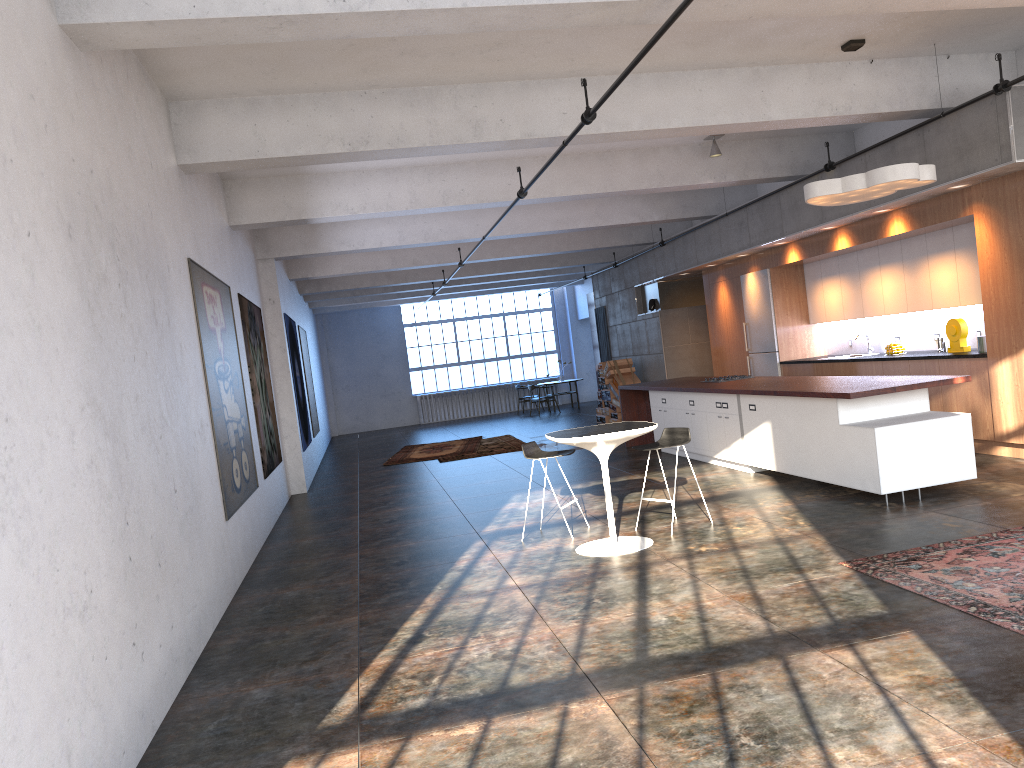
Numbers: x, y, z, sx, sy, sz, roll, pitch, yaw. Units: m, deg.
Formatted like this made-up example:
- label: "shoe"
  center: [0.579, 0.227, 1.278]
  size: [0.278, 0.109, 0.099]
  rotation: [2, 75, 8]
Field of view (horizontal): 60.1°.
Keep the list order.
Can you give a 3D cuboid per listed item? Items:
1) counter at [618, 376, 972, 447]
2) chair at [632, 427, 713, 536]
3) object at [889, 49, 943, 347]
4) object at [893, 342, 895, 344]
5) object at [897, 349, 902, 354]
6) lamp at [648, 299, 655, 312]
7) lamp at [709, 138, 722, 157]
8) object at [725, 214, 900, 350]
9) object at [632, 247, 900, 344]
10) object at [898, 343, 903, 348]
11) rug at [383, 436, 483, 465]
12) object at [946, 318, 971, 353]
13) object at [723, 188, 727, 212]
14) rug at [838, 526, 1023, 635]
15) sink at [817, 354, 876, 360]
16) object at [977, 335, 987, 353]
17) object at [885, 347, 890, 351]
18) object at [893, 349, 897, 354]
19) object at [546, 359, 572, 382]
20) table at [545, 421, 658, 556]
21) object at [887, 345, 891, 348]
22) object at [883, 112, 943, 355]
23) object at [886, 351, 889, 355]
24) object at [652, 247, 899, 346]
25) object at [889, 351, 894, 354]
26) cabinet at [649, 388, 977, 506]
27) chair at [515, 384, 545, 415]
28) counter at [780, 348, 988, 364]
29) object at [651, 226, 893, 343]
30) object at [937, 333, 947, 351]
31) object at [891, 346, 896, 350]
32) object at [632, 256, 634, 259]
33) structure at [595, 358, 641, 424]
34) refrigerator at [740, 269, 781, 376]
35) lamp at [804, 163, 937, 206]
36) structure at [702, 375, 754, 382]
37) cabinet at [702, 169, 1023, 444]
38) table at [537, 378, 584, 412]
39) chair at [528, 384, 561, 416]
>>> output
- label: "counter"
  center: [2.832, 0.461, 10.669]
  size: [1.150, 0.972, 6.599]
  rotation: [-8, 2, -10]
- label: "chair"
  center: [1.326, 0.837, 7.501]
  size: [0.514, 0.897, 0.455]
  rotation: [-9, 3, -34]
- label: "object"
  center: [4.738, -0.485, 11.056]
  size: [0.057, 0.060, 0.053]
  rotation: [-7, 3, 12]
- label: "object"
  center: [3.321, -1.513, 15.714]
  size: [0.059, 2.167, 9.786]
  rotation: [-8, 2, -16]
- label: "object"
  center: [4.834, -0.404, 11.062]
  size: [0.072, 0.063, 0.065]
  rotation: [-5, 3, 45]
- label: "lamp"
  center: [2.730, -1.521, 17.164]
  size: [0.215, 0.259, 0.168]
  rotation: [-9, 3, -29]
- label: "lamp"
  center: [2.483, -2.902, 10.842]
  size: [0.153, 0.216, 0.158]
  rotation: [-6, 3, 27]
- label: "object"
  center: [4.810, -0.453, 11.051]
  size: [0.052, 0.053, 0.062]
  rotation: [-7, 2, -4]
- label: "object"
  center: [4.858, -0.494, 11.129]
  size: [0.062, 0.053, 0.052]
  rotation: [-5, 3, 37]
- label: "object"
  center: [4.857, -0.481, 11.072]
  size: [0.052, 0.052, 0.062]
  rotation: [-5, 3, 37]
- label: "rug"
  center: [-1.454, 1.268, 17.296]
  size: [1.878, 0.048, 3.515]
  rotation: [-7, 2, -1]
- label: "object"
  center: [4.926, -0.538, 9.799]
  size: [0.100, 0.382, 0.272]
  rotation: [-8, 3, -10]
- label: "object"
  center: [4.767, -0.452, 11.086]
  size: [0.050, 0.053, 0.064]
  rotation: [-6, 3, 27]
- label: "rug"
  center: [3.678, 0.979, 5.216]
  size: [2.906, 0.029, 1.838]
  rotation: [-7, 2, -11]
- label: "sink"
  center: [4.552, -0.276, 11.990]
  size: [0.527, 0.192, 0.723]
  rotation: [-8, 2, -10]
- label: "object"
  center: [4.916, -0.418, 9.156]
  size: [0.187, 0.170, 0.194]
  rotation: [-5, 3, 38]
- label: "object"
  center: [3.935, -1.468, 12.039]
  size: [0.054, 2.231, 2.366]
  rotation: [-9, 3, -35]
- label: "object"
  center: [4.776, -0.402, 11.038]
  size: [0.051, 0.057, 0.061]
  rotation: [-6, 3, 26]
- label: "object"
  center: [1.317, -0.386, 24.715]
  size: [0.779, 0.625, 0.238]
  rotation: [-8, 3, -9]
- label: "table"
  center: [0.759, 0.831, 7.052]
  size: [0.834, 0.953, 0.822]
  rotation: [-8, 3, -11]
- label: "object"
  center: [3.550, -1.483, 14.241]
  size: [0.054, 2.172, 6.779]
  rotation: [-8, 2, -18]
- label: "object"
  center: [5.328, -0.187, 17.615]
  size: [0.949, 1.216, 13.169]
  rotation: [-7, 2, 1]
- label: "object"
  center: [4.369, -1.445, 9.665]
  size: [0.057, 2.313, 2.930]
  rotation: [-7, 2, 9]
- label: "object"
  center: [4.786, -0.495, 11.038]
  size: [0.063, 0.051, 0.052]
  rotation: [-8, 2, -18]
- label: "object"
  center: [4.749, -0.394, 11.087]
  size: [0.062, 0.053, 0.052]
  rotation: [-8, 3, -23]
- label: "cabinet"
  center: [2.929, 0.495, 10.071]
  size: [0.929, 0.931, 5.600]
  rotation: [-8, 2, -10]
- label: "chair"
  center: [0.483, 0.408, 25.029]
  size: [0.666, 0.865, 0.734]
  rotation: [-7, 3, 16]
- label: "counter"
  center: [5.157, -0.401, 11.192]
  size: [1.619, 0.039, 4.422]
  rotation: [-7, 2, -10]
- label: "object"
  center: [4.808, -0.503, 11.172]
  size: [0.058, 0.060, 0.051]
  rotation: [-6, 3, 24]
- label: "object"
  center: [5.086, -0.497, 10.474]
  size: [0.060, 0.210, 0.143]
  rotation: [-8, 3, -10]
- label: "object"
  center: [5.020, -1.736, 16.837]
  size: [0.062, 2.213, 11.824]
  rotation: [-7, 2, 4]
- label: "object"
  center: [4.842, -0.445, 11.115]
  size: [0.061, 0.053, 0.052]
  rotation: [-6, 3, 32]
- label: "structure"
  center: [2.128, 0.154, 18.303]
  size: [0.643, 1.317, 1.897]
  rotation: [-8, 2, -10]
- label: "refrigerator"
  center: [3.912, -0.638, 13.682]
  size: [0.222, 2.194, 0.946]
  rotation: [-8, 3, -13]
- label: "lamp"
  center: [3.209, -1.771, 7.914]
  size: [1.059, 0.130, 1.026]
  rotation: [-6, 2, 35]
- label: "structure"
  center: [2.819, -0.059, 11.598]
  size: [0.516, 0.072, 0.634]
  rotation: [-7, 2, -11]
- label: "cabinet"
  center: [5.350, -0.869, 11.976]
  size: [2.397, 2.565, 8.036]
  rotation: [-8, 2, -10]
- label: "table"
  center: [1.404, 0.351, 24.769]
  size: [1.286, 0.852, 1.332]
  rotation: [-6, 2, 33]
- label: "chair"
  center: [0.828, 0.404, 23.677]
  size: [0.683, 0.865, 0.716]
  rotation: [-8, 3, -24]
